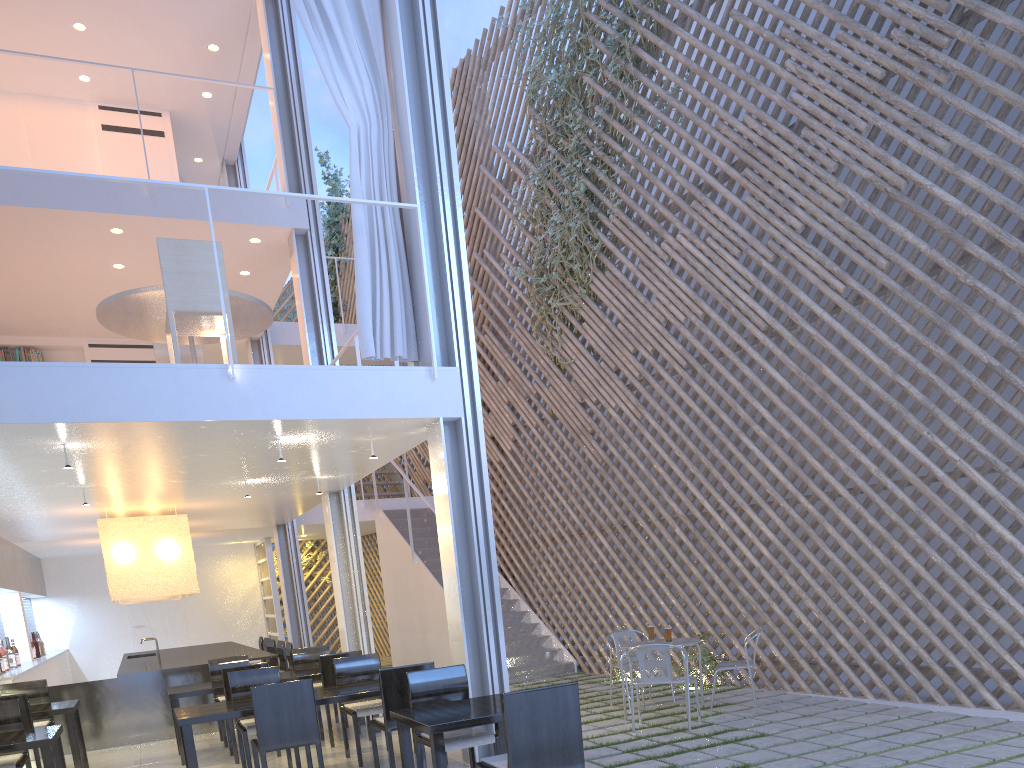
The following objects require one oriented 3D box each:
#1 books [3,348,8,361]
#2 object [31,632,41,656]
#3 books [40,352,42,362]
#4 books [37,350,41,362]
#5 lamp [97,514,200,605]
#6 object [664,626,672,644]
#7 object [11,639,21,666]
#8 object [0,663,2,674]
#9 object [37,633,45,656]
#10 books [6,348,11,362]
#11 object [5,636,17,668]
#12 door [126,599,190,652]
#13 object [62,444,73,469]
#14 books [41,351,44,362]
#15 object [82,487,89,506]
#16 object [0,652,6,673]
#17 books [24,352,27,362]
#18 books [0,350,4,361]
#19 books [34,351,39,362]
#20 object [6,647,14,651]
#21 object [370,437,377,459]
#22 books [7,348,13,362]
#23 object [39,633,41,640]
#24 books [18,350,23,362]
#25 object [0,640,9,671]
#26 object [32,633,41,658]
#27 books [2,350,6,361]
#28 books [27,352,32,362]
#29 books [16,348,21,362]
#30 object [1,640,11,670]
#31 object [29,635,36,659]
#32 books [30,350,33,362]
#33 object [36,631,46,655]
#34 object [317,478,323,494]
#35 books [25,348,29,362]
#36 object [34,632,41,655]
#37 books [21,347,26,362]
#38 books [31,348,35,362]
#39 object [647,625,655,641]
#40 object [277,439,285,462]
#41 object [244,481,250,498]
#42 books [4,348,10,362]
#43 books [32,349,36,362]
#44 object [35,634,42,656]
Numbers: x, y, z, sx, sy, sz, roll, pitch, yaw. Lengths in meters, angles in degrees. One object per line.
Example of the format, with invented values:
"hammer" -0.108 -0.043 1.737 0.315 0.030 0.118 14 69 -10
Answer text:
"books" -3.386 -0.158 5.521 0.024 0.147 0.084 -9 5 -26
"object" -3.604 1.968 6.213 0.045 0.206 0.045 -9 9 -25
"books" -3.197 -0.147 5.601 0.006 0.122 0.091 -10 3 -26
"books" -3.207 -0.151 5.593 0.015 0.130 0.095 -10 3 -26
"lamp" -2.377 1.199 5.362 0.441 0.420 2.372 -4 -12 -25
"object" 0.673 1.079 3.536 0.032 0.078 0.030 -3 6 20
"object" -3.117 1.684 5.157 0.042 0.184 0.040 0 10 35
"object" -2.368 1.159 3.485 0.104 0.287 2.131 -8 -11 -24
"object" -3.681 2.032 6.414 0.045 0.189 0.044 -9 8 -25
"books" -3.369 -0.158 5.528 0.024 0.147 0.084 -9 5 -26
"object" -3.016 1.613 4.942 0.045 0.206 0.046 -9 8 -23
"door" -2.723 1.536 5.043 0.476 1.161 5.651 -7 -12 -14
"object" -1.436 0.233 2.650 0.029 0.080 0.028 -7 6 -13
"books" -3.195 -0.148 5.611 0.006 0.130 0.072 -10 5 -26
"object" -1.847 0.485 3.552 0.029 0.080 0.028 -7 6 -13
"object" -2.362 1.150 3.456 0.057 0.292 2.499 -9 -10 -26
"books" -3.282 -0.146 5.568 0.006 0.121 0.081 -10 4 -26
"books" -3.410 -0.149 5.507 0.020 0.125 0.093 -9 3 -26
"books" -3.221 -0.149 5.589 0.015 0.125 0.093 -10 3 -26
"object" -3.103 1.660 5.087 0.043 0.196 0.045 -10 9 -33
"object" -1.620 0.838 3.564 1.651 0.816 1.894 -1 -10 -27
"books" -3.361 -0.158 5.531 0.024 0.147 0.084 -9 5 -26
"object" -3.739 2.062 6.525 0.043 0.188 0.042 -7 8 -12
"books" -3.305 -0.150 5.554 0.015 0.128 0.089 -10 3 -26
"object" -2.919 1.555 4.710 0.043 0.188 0.042 -9 8 -24
"object" -3.527 1.936 6.085 0.043 0.196 0.045 -10 9 -33
"books" -3.396 -0.152 5.511 0.007 0.130 0.096 -10 3 -26
"books" -3.260 -0.147 5.576 0.018 0.122 0.085 -9 3 -26
"books" -3.326 -0.157 5.549 0.026 0.145 0.079 -9 5 -26
"object" -2.977 1.588 4.822 0.046 0.189 0.043 -2 8 22
"object" -3.497 1.915 5.983 0.042 0.184 0.040 0 10 35
"books" -3.247 -0.152 5.576 0.005 0.130 0.096 -10 3 -26
"object" -3.715 2.038 6.466 0.048 0.206 0.043 -3 8 17
"object" -0.929 0.488 3.951 0.029 0.080 0.028 -7 6 -13
"books" -3.274 -0.157 5.567 0.010 0.142 0.089 -10 4 -26
"object" -3.643 1.991 6.291 0.045 0.206 0.046 -9 8 -23
"books" -3.293 -0.163 5.558 0.015 0.154 0.087 -10 5 -26
"books" -3.242 -0.159 5.580 0.009 0.147 0.090 -10 4 -26
"object" 0.630 1.128 3.725 0.032 0.078 0.030 -3 6 20
"object" -0.822 0.235 2.916 0.029 0.080 0.028 -7 6 -13
"object" -1.233 0.487 3.819 0.029 0.080 0.028 -7 6 -13
"books" -3.377 -0.158 5.524 0.024 0.147 0.084 -9 5 -26
"books" -3.232 -0.154 5.582 0.008 0.136 0.096 -10 3 -26
"object" -3.672 2.017 6.358 0.046 0.189 0.043 -2 8 22
